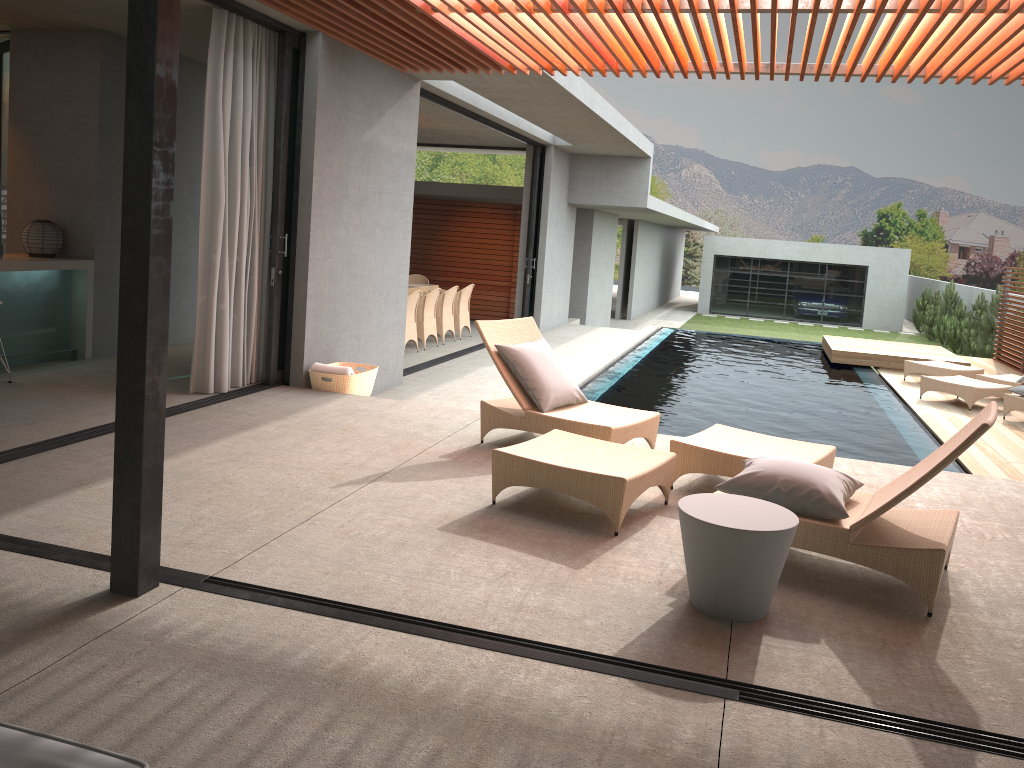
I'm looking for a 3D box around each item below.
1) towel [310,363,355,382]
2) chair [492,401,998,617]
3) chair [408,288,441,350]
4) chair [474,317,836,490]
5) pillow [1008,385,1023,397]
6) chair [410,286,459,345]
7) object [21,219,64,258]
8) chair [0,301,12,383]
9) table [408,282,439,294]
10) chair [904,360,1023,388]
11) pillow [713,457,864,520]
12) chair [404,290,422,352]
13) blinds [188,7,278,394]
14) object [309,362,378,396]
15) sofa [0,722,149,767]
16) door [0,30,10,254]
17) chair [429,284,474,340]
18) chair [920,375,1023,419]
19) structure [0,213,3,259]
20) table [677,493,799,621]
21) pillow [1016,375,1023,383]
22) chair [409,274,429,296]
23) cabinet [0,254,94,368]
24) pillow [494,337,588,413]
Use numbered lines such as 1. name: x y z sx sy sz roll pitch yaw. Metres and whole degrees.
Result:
1. towel: -1.510 -0.021 7.602 0.370 0.309 0.311 6 8 16
2. chair: 1.057 0.358 4.380 2.306 0.821 0.703 10 9 30
3. chair: -1.346 -0.954 12.469 0.631 0.856 0.621 6 7 15
4. chair: 0.834 0.117 5.686 2.308 0.821 0.703 10 9 34
5. pillow: 6.086 0.101 10.020 0.595 0.192 0.600 -1 11 -28
6. chair: -1.142 -1.062 13.178 0.631 0.856 0.621 6 7 15
7. object: -4.214 -1.308 7.933 0.340 0.332 0.343 5 8 7
8. chair: -4.051 -0.312 6.642 0.383 0.619 0.384 6 7 15
9. table: -2.291 -1.081 13.116 1.282 0.750 3.284 6 10 15
10. chair: 6.497 -0.258 11.932 0.700 0.820 2.319 1 10 -25
11. pillow: 1.323 0.468 4.185 0.596 0.192 0.599 9 10 26
12. chair: -1.550 -0.846 11.760 0.631 0.856 0.621 6 7 15
13. blinds: -2.202 -1.422 7.089 0.230 2.911 0.891 5 6 12
14. object: -1.478 0.013 7.752 0.447 0.298 0.685 6 9 15
15. sofa: -1.350 0.779 1.030 1.014 0.726 1.609 6 9 15
16. door: -3.356 -0.091 3.155 5.768 4.435 15.493 2 10 -12
17. chair: -0.937 -1.170 13.887 0.631 0.856 0.621 6 7 15
18. chair: 5.986 -0.017 10.335 0.700 0.820 2.319 1 10 -24
19. structure: -4.348 -1.263 7.311 0.259 0.438 0.097 6 6 16
20. table: 0.894 0.704 3.577 0.474 0.390 0.480 4 8 -3
21. pillow: 6.829 -0.185 11.239 0.608 0.424 0.431 0 9 -26
22. chair: -1.761 -1.439 15.104 0.618 0.856 0.634 6 7 15
23. cabinet: -4.767 -0.423 6.182 0.802 0.891 4.155 6 10 15
24. pillow: 0.210 -0.071 6.109 0.429 0.424 0.611 9 10 33
